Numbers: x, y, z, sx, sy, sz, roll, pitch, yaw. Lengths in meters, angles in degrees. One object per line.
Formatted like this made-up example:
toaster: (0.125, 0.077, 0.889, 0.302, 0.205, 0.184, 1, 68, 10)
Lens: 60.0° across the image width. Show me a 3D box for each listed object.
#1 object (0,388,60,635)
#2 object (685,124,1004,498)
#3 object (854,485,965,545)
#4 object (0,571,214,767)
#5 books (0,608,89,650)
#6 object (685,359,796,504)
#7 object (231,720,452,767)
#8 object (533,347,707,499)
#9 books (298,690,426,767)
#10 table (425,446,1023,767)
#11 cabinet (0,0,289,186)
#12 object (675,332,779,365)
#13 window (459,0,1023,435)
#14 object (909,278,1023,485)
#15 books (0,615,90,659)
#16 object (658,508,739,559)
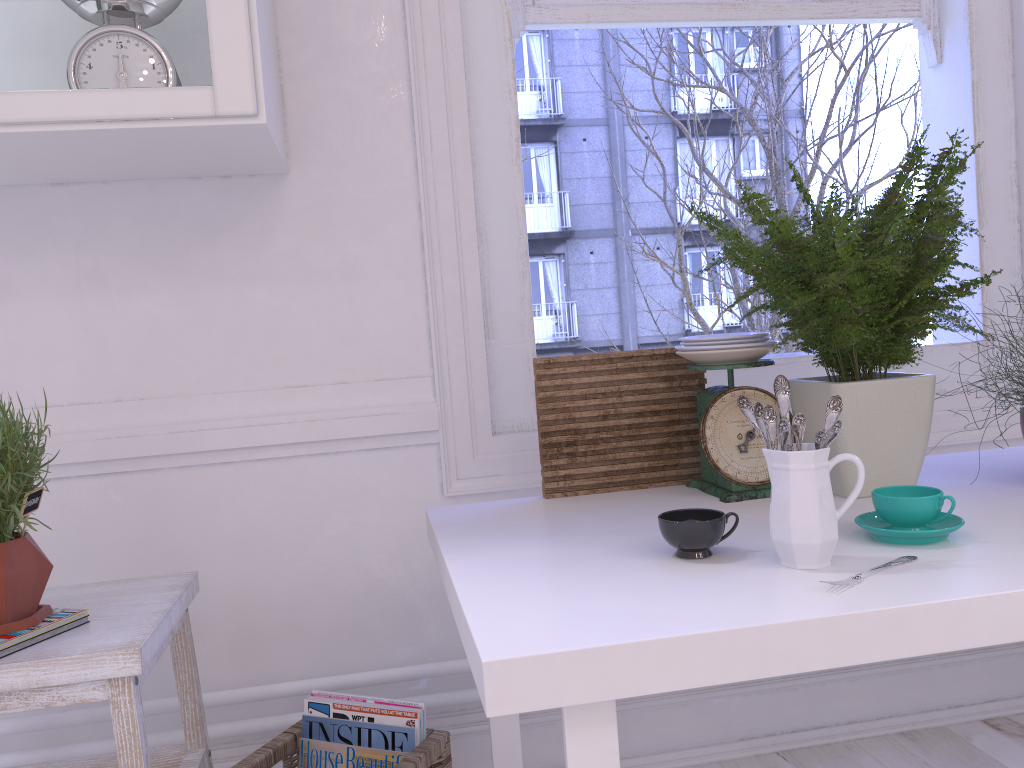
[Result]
object: (-0.706, 0.146, 1.205, 0.196, 0.367, 0.186, -2, 4, 36)
object: (0.511, -0.098, 1.330, 0.438, 0.527, 0.368, -5, 3, -9)
object: (0.475, 0.156, 1.063, 0.121, 0.055, 0.121, -2, 4, 31)
object: (-0.665, 0.614, 1.209, 0.418, 0.534, 0.599, -5, 3, -9)
books: (-0.745, 0.336, 1.217, 0.246, 0.007, 0.180, -3, 3, 21)
object: (0.362, 0.069, 1.430, 0.159, 0.208, 0.185, -5, 3, -9)
object: (-0.270, 0.709, 1.369, 0.276, 0.270, 0.276, -3, 3, 24)
object: (0.191, 0.063, 1.510, 0.294, 0.237, 0.028, -5, 3, -9)
books: (-0.267, 0.675, 1.379, 0.221, 0.306, 0.205, -3, 3, 24)
table: (0.682, 0.469, 1.258, 1.514, 0.619, 0.736, -5, 3, -9)
cabinet: (-0.846, -1.013, 1.385, 0.823, 1.311, 0.425, -5, 3, -9)
object: (0.347, -0.057, 1.433, 0.164, 0.047, 0.163, -2, 4, 40)
window: (0.481, -0.837, 1.954, 1.234, 1.782, 0.181, -5, 3, -9)
object: (0.886, -0.026, 1.297, 0.668, 0.367, 0.531, -3, 3, 15)
books: (-0.745, 0.345, 1.217, 0.246, 0.011, 0.180, -3, 3, 21)
object: (0.216, 0.179, 1.054, 0.082, 0.048, 0.079, -2, 4, 40)
